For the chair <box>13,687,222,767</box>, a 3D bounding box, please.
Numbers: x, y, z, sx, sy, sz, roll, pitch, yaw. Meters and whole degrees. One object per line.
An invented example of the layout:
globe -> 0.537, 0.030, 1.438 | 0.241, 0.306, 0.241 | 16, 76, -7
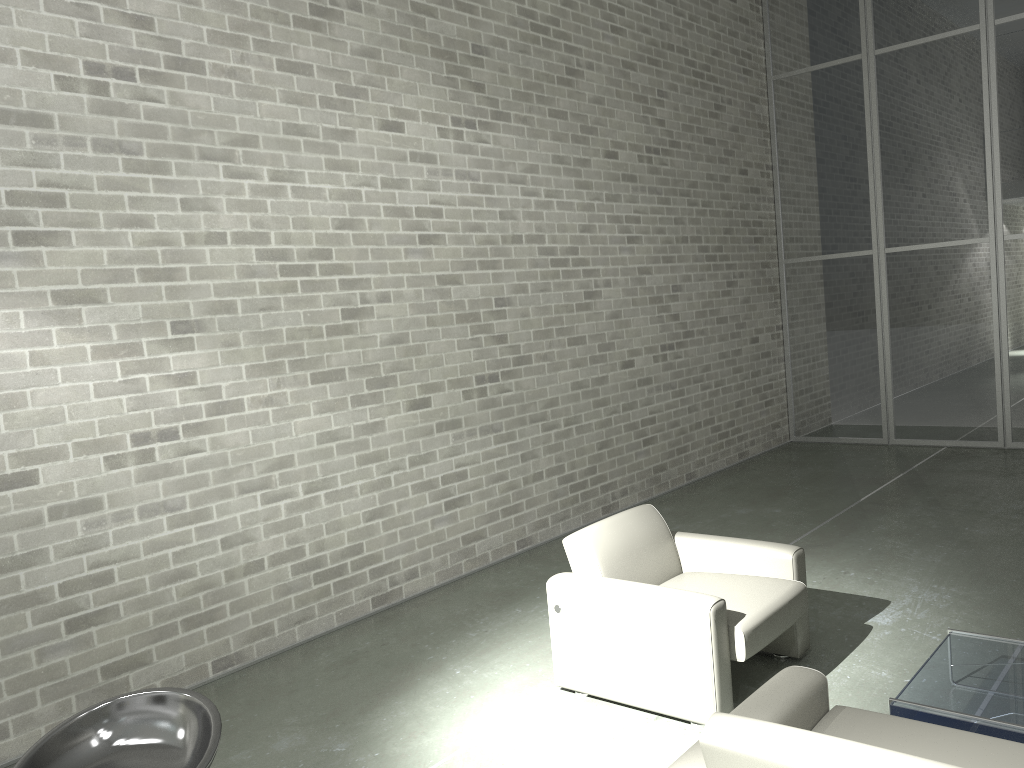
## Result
chair -> -0.827, 1.209, 1.931 | 0.457, 0.931, 0.464 | -3, 5, 22

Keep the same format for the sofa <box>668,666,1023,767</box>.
sofa -> 1.445, 1.112, 1.938 | 2.114, 0.717, 0.902 | -1, 6, 41

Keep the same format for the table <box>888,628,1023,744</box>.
table -> 1.897, 1.194, 3.161 | 0.820, 0.270, 0.800 | -1, 6, 41

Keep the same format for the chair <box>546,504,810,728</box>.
chair -> 0.803, 0.991, 4.078 | 0.910, 0.717, 0.963 | -1, 6, 41
